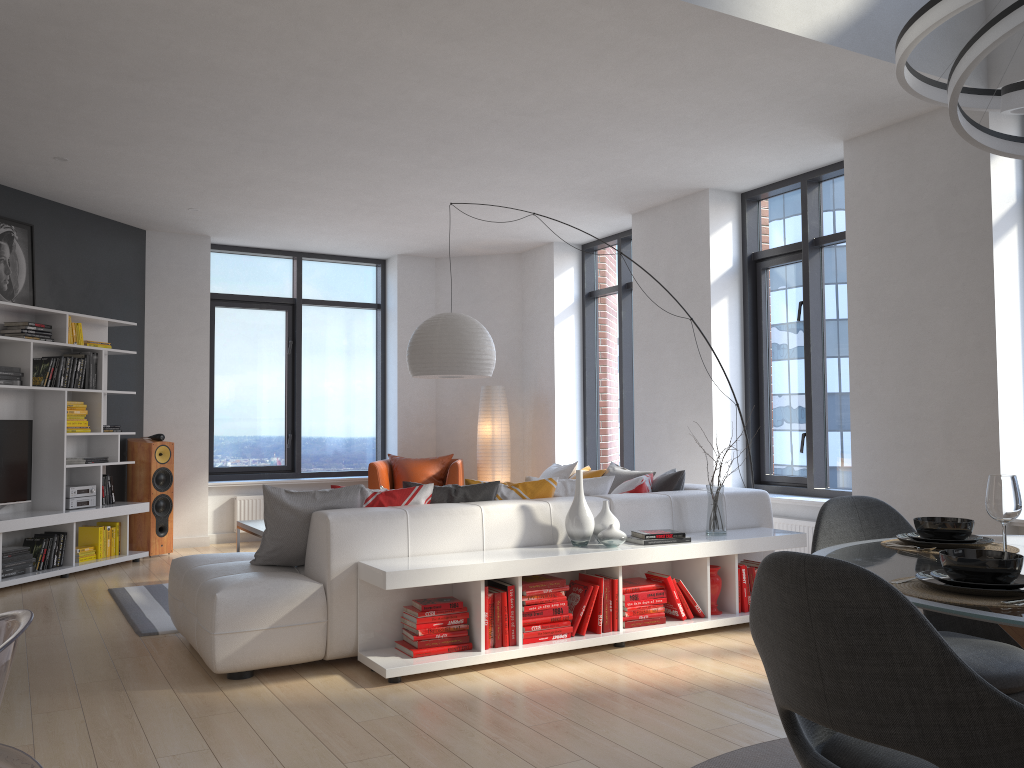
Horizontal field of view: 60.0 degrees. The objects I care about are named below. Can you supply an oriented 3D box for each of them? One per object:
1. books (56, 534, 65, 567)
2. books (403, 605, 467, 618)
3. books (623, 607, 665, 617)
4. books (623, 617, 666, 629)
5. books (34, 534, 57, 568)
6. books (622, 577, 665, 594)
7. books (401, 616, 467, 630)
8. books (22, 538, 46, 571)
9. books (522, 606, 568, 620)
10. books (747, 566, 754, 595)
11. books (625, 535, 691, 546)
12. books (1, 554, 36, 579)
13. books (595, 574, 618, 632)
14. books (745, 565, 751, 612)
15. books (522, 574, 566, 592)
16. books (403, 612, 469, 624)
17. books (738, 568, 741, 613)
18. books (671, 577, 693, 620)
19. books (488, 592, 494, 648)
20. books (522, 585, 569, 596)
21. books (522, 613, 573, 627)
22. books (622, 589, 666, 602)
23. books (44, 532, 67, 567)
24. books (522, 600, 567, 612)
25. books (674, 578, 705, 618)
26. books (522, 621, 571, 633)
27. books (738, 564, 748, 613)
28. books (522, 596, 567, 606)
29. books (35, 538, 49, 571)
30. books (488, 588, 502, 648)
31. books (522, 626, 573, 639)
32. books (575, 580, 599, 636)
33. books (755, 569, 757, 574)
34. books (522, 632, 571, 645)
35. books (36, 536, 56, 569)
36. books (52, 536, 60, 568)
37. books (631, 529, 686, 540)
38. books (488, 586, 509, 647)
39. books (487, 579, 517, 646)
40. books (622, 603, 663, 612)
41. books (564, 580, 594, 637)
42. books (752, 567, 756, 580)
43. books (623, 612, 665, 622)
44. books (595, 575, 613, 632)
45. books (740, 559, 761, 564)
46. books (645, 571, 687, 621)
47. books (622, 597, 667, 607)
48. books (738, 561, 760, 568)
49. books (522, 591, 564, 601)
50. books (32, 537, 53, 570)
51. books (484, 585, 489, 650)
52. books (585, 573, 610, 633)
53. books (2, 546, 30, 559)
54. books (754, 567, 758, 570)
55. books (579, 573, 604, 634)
[{"bbox_3d":[-3.550,1.277,6.815,0.191,0.249,0.084,-1,-3,15],"label":"books"},{"bbox_3d":[-0.366,1.072,4.220,0.254,0.025,0.178,1,-3,-30],"label":"books"},{"bbox_3d":[0.656,1.201,4.739,0.257,0.025,0.182,1,-3,-29],"label":"books"},{"bbox_3d":[0.654,1.256,4.737,0.259,0.034,0.206,1,-3,-27],"label":"books"},{"bbox_3d":[-3.568,1.272,6.754,0.192,0.254,0.075,-1,-3,14],"label":"books"},{"bbox_3d":[0.635,1.086,4.775,0.301,0.032,0.227,1,-3,-29],"label":"books"},{"bbox_3d":[-0.373,1.126,4.228,0.261,0.028,0.191,1,-3,-30],"label":"books"},{"bbox_3d":[-3.597,1.277,6.634,0.182,0.234,0.104,-1,-3,16],"label":"books"},{"bbox_3d":[0.110,1.130,4.447,0.279,0.039,0.206,1,-3,-28],"label":"books"},{"bbox_3d":[1.312,1.160,5.086,0.076,0.252,0.199,1,-3,-29],"label":"books"},{"bbox_3d":[0.779,0.843,4.831,0.300,0.026,0.245,1,-3,-25],"label":"books"},{"bbox_3d":[-3.685,1.314,6.421,0.277,0.137,0.343,-1,-3,10],"label":"books"},{"bbox_3d":[0.491,1.134,4.611,0.028,0.269,0.181,1,-3,-30],"label":"books"},{"bbox_3d":[1.286,1.155,5.061,0.056,0.262,0.185,1,-3,-29],"label":"books"},{"bbox_3d":[0.105,0.993,4.439,0.259,0.034,0.206,1,-3,-32],"label":"books"},{"bbox_3d":[-0.363,1.098,4.216,0.269,0.028,0.179,1,-3,-28],"label":"books"},{"bbox_3d":[1.229,1.157,5.022,0.026,0.250,0.168,1,-3,-30],"label":"books"},{"bbox_3d":[0.880,1.161,4.848,0.148,0.232,0.171,1,-3,-28],"label":"books"},{"bbox_3d":[-0.145,1.129,4.289,0.031,0.255,0.181,1,-3,-29],"label":"books"},{"bbox_3d":[0.125,1.022,4.439,0.266,0.026,0.187,2,-3,-35],"label":"books"},{"bbox_3d":[0.116,1.165,4.448,0.301,0.032,0.227,1,-3,-29],"label":"books"},{"bbox_3d":[0.653,1.120,4.756,0.279,0.039,0.206,1,-3,-31],"label":"books"},{"bbox_3d":[-3.541,1.274,6.849,0.197,0.260,0.066,-1,-3,15],"label":"books"},{"bbox_3d":[0.115,1.096,4.433,0.261,0.027,0.191,1,-3,-34],"label":"books"},{"bbox_3d":[0.929,1.169,4.875,0.186,0.223,0.188,1,-3,-29],"label":"books"},{"bbox_3d":[0.130,1.192,4.413,0.266,0.026,0.187,1,-3,-30],"label":"books"},{"bbox_3d":[1.257,1.149,5.048,0.050,0.268,0.198,1,-3,-30],"label":"books"},{"bbox_3d":[0.125,1.071,4.435,0.236,0.023,0.178,1,-3,-29],"label":"books"},{"bbox_3d":[-3.592,1.279,6.668,0.187,0.234,0.096,-1,-3,16],"label":"books"},{"bbox_3d":[-0.116,1.129,4.307,0.034,0.259,0.207,1,-3,-29],"label":"books"},{"bbox_3d":[0.134,1.218,4.409,0.282,0.030,0.188,1,-3,-28],"label":"books"},{"bbox_3d":[0.349,1.142,4.539,0.115,0.245,0.192,1,-3,-29],"label":"books"},{"bbox_3d":[1.371,1.171,5.112,0.081,0.230,0.165,1,-3,-29],"label":"books"},{"bbox_3d":[0.123,1.248,4.422,0.274,0.029,0.200,1,-3,-30],"label":"books"},{"bbox_3d":[-3.549,1.278,6.725,0.172,0.242,0.069,-1,-3,16],"label":"books"},{"bbox_3d":[-3.555,1.280,6.778,0.179,0.243,0.068,-1,-3,14],"label":"books"},{"bbox_3d":[0.791,0.815,4.810,0.238,0.027,0.188,0,-3,-16],"label":"books"},{"bbox_3d":[-0.077,1.128,4.317,0.042,0.259,0.195,1,-3,-29],"label":"books"},{"bbox_3d":[-0.050,1.114,4.339,0.049,0.291,0.214,1,-3,-30],"label":"books"},{"bbox_3d":[0.658,1.177,4.731,0.236,0.023,0.178,1,-3,-29],"label":"books"},{"bbox_3d":[0.310,1.142,4.525,0.144,0.247,0.188,1,-3,-29],"label":"books"},{"bbox_3d":[1.343,1.164,5.090,0.066,0.247,0.175,1,-3,-29],"label":"books"},{"bbox_3d":[0.650,1.226,4.726,0.266,0.026,0.187,1,-3,-24],"label":"books"},{"bbox_3d":[0.460,1.137,4.610,0.028,0.266,0.188,1,-3,-29],"label":"books"},{"bbox_3d":[1.448,1.161,5.172,0.116,0.255,0.198,1,-3,-29],"label":"books"},{"bbox_3d":[0.836,1.152,4.831,0.134,0.248,0.192,1,-3,-30],"label":"books"},{"bbox_3d":[0.663,1.152,4.741,0.261,0.027,0.191,1,-3,-25],"label":"books"},{"bbox_3d":[1.421,1.164,5.153,0.119,0.249,0.187,1,-3,-29],"label":"books"},{"bbox_3d":[0.105,1.048,4.434,0.257,0.025,0.182,1,-3,-29],"label":"books"},{"bbox_3d":[-3.570,1.280,6.695,0.169,0.233,0.081,-1,-3,14],"label":"books"},{"bbox_3d":[-0.174,1.111,4.271,0.036,0.294,0.208,1,-3,-29],"label":"books"},{"bbox_3d":[0.429,1.134,4.604,0.038,0.270,0.215,1,-3,-29],"label":"books"},{"bbox_3d":[-3.709,1.222,6.425,0.250,0.047,0.310,-1,-3,11],"label":"books"},{"bbox_3d":[1.390,1.170,5.127,0.083,0.233,0.178,1,-3,-29],"label":"books"},{"bbox_3d":[0.404,1.128,4.571,0.046,0.282,0.199,1,-3,-30],"label":"books"}]
